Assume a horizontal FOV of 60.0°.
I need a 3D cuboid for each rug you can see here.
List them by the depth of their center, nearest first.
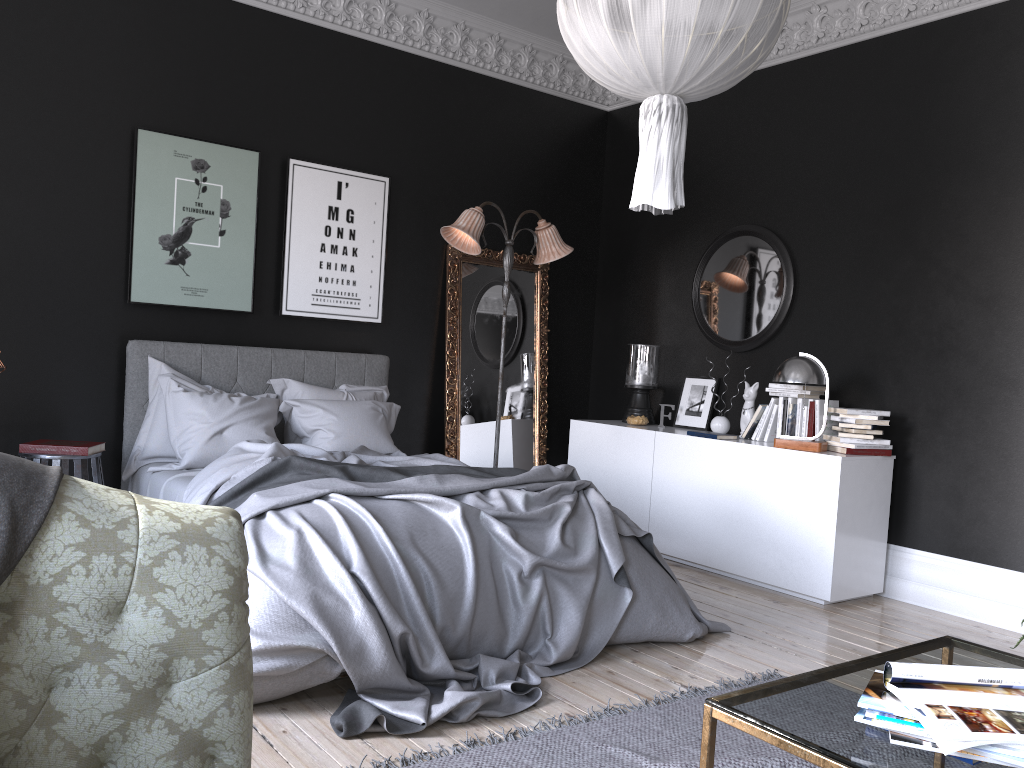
[{"bbox_3d":[1.368,1.328,1.931,2.106,0.050,3.641,3,2,-36],"label":"rug"}]

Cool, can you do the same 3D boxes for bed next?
[{"bbox_3d":[-0.849,0.488,4.703,3.280,1.299,2.766,5,2,42],"label":"bed"}]

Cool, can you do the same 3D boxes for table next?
[{"bbox_3d":[1.291,1.060,1.792,1.093,0.558,1.447,2,2,-37],"label":"table"}]

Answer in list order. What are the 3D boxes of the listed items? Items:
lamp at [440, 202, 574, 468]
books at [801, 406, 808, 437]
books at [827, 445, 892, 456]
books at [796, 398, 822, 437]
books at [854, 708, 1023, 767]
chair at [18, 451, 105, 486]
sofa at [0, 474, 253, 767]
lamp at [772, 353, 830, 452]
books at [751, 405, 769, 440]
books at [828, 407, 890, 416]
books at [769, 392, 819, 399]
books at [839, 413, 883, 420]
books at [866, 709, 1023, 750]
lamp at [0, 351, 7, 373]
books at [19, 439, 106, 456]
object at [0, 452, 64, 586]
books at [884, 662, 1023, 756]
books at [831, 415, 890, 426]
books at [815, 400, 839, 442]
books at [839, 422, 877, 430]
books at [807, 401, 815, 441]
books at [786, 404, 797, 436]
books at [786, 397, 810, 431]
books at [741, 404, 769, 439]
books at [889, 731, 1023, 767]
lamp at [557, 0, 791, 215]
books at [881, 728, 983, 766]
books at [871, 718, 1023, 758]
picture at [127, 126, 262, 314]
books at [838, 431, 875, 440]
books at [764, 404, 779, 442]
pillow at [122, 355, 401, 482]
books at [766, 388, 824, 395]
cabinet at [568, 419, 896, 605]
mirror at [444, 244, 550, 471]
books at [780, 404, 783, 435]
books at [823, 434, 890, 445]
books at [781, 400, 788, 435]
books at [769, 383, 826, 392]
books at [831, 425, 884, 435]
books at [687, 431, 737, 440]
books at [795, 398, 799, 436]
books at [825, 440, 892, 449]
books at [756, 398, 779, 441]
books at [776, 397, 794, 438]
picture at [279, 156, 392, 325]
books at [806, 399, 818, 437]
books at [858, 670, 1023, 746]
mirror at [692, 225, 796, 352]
[{"bbox_3d":[-0.078,-0.070,6.395,0.986,2.413,0.772,3,2,-4],"label":"lamp"},{"bbox_3d":[1.932,0.274,5.700,0.195,0.259,0.026,2,3,-37],"label":"books"},{"bbox_3d":[2.109,0.403,5.399,0.295,0.038,0.234,3,1,-10],"label":"books"},{"bbox_3d":[1.915,0.249,5.721,0.220,0.307,0.024,2,3,-37],"label":"books"},{"bbox_3d":[0.918,0.713,1.867,0.318,0.011,0.252,5,2,35],"label":"books"},{"bbox_3d":[-2.463,0.701,4.820,0.613,0.673,0.613,4,2,8],"label":"chair"},{"bbox_3d":[-0.520,0.707,0.568,1.606,1.161,2.810,2,2,-36],"label":"sofa"},{"bbox_3d":[1.764,0.104,5.432,0.340,0.591,0.328,5,3,33],"label":"lamp"},{"bbox_3d":[1.732,0.262,5.970,0.195,0.245,0.132,2,3,-37],"label":"books"},{"bbox_3d":[2.110,0.169,5.424,0.306,0.030,0.220,3,2,-17],"label":"books"},{"bbox_3d":[1.852,0.073,5.816,0.195,0.026,0.258,3,2,-27],"label":"books"},{"bbox_3d":[2.145,0.197,5.443,0.220,0.024,0.307,4,2,28],"label":"books"},{"bbox_3d":[0.926,0.692,1.873,0.318,0.011,0.252,4,2,25],"label":"books"},{"bbox_3d":[-3.370,0.097,4.287,1.718,1.780,0.436,4,3,2],"label":"lamp"},{"bbox_3d":[-2.431,0.344,4.810,0.346,0.045,0.275,3,1,-7],"label":"books"},{"bbox_3d":[-1.155,0.362,1.266,0.517,0.585,1.366,4,2,13],"label":"object"},{"bbox_3d":[0.977,0.673,1.821,0.322,0.109,0.272,4,2,-2],"label":"books"},{"bbox_3d":[2.128,0.223,5.429,0.220,0.030,0.306,3,1,-7],"label":"books"},{"bbox_3d":[1.995,0.257,5.613,0.220,0.308,0.050,2,3,-37],"label":"books"},{"bbox_3d":[2.119,0.253,5.432,0.193,0.030,0.289,4,2,28],"label":"books"},{"bbox_3d":[1.972,0.260,5.649,0.235,0.295,0.038,2,3,-37],"label":"books"},{"bbox_3d":[1.851,0.265,5.741,0.204,0.270,0.029,2,3,-37],"label":"books"},{"bbox_3d":[1.869,0.244,5.784,0.220,0.307,0.024,2,3,-37],"label":"books"},{"bbox_3d":[1.683,0.257,5.986,0.203,0.246,0.158,2,3,-37],"label":"books"},{"bbox_3d":[0.951,0.726,1.839,0.318,0.011,0.252,4,2,20],"label":"books"},{"bbox_3d":[0.562,-1.610,3.015,0.782,2.050,0.783,4,2,7],"label":"lamp"},{"bbox_3d":[0.906,0.739,1.890,0.162,0.023,0.231,3,2,-36],"label":"books"},{"bbox_3d":[0.930,0.703,1.855,0.318,0.011,0.252,4,2,25],"label":"books"},{"bbox_3d":[-2.006,-1.017,5.647,0.792,1.079,0.014,2,3,-37],"label":"picture"},{"bbox_3d":[2.114,0.312,5.440,0.203,0.029,0.268,4,2,23],"label":"books"},{"bbox_3d":[1.780,0.261,5.905,0.195,0.256,0.091,2,3,-37],"label":"books"},{"bbox_3d":[-1.450,0.241,5.621,1.831,0.760,0.679,2,2,-37],"label":"pillow"},{"bbox_3d":[1.856,0.049,5.809,0.307,0.024,0.220,5,2,43],"label":"books"},{"bbox_3d":[1.373,0.798,6.214,0.570,0.883,2.394,2,2,-37],"label":"cabinet"},{"bbox_3d":[-0.101,0.028,7.049,0.991,2.194,0.254,2,3,-37],"label":"mirror"},{"bbox_3d":[1.836,0.265,5.831,0.195,0.259,0.026,2,3,-37],"label":"books"},{"bbox_3d":[2.107,0.341,5.433,0.318,0.031,0.229,3,1,-7],"label":"books"},{"bbox_3d":[1.833,0.250,5.792,0.193,0.290,0.030,2,3,-37],"label":"books"},{"bbox_3d":[1.879,0.022,5.825,0.220,0.030,0.306,3,2,-27],"label":"books"},{"bbox_3d":[2.118,0.282,5.448,0.193,0.030,0.289,3,1,-5],"label":"books"},{"bbox_3d":[1.348,0.345,5.975,0.193,0.030,0.289,3,2,-31],"label":"books"},{"bbox_3d":[1.922,0.249,5.759,0.221,0.307,0.030,2,3,-37],"label":"books"},{"bbox_3d":[2.114,0.371,5.408,0.319,0.025,0.228,3,2,-27],"label":"books"},{"bbox_3d":[1.761,0.239,5.930,0.220,0.296,0.126,2,3,-37],"label":"books"},{"bbox_3d":[1.838,0.241,5.872,0.221,0.307,0.030,2,3,-37],"label":"books"},{"bbox_3d":[-1.228,-0.983,6.225,0.792,1.079,0.014,2,3,-37],"label":"picture"},{"bbox_3d":[1.972,0.253,5.692,0.221,0.307,0.030,2,3,-37],"label":"books"},{"bbox_3d":[0.922,0.681,1.880,0.318,0.011,0.252,4,2,30],"label":"books"},{"bbox_3d":[1.658,-0.695,6.458,0.061,0.925,0.923,2,3,-37],"label":"mirror"}]
